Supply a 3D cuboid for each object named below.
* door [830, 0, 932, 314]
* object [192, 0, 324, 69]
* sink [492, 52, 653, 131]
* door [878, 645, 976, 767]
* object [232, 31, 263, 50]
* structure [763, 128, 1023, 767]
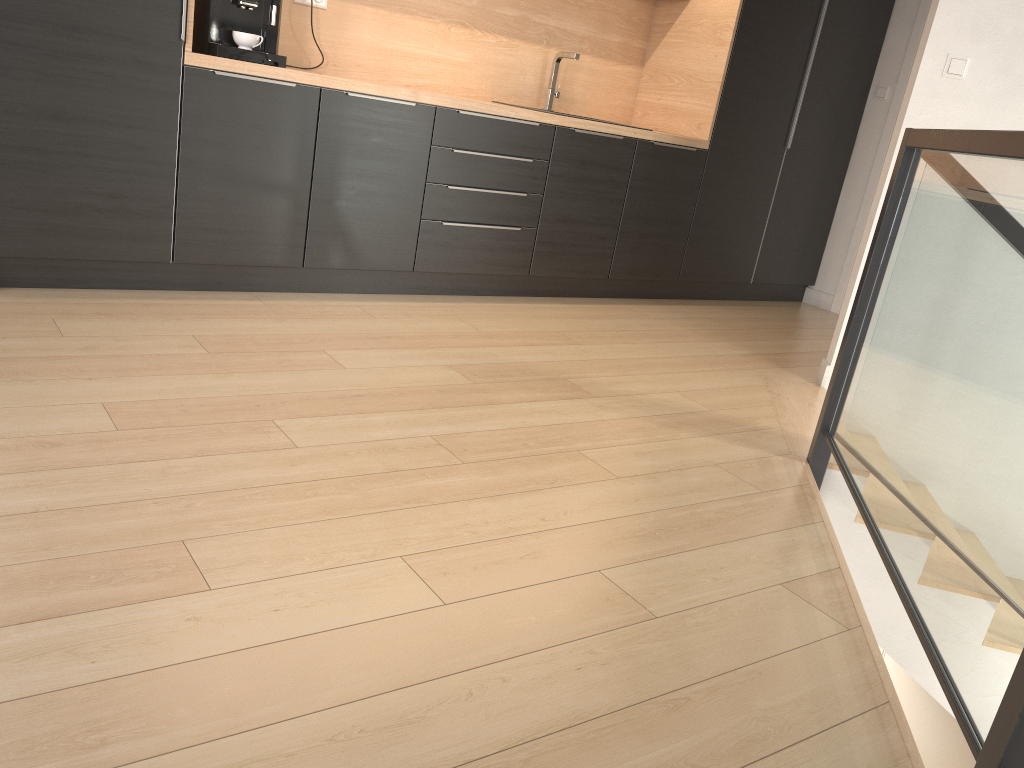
[{"bbox_3d":[2.388,-1.270,4.686,0.085,2.136,0.974,-3,22,-36],"label":"door"},{"bbox_3d":[-0.909,-1.433,3.405,0.618,0.398,0.584,-3,22,-35],"label":"object"},{"bbox_3d":[0.301,-1.344,4.347,0.626,0.518,0.512,-3,22,-36],"label":"sink"},{"bbox_3d":[2.326,2.191,5.027,0.085,2.136,0.974,-3,22,-36],"label":"door"},{"bbox_3d":[-0.958,-1.233,3.194,0.095,0.057,0.099,-2,22,-33],"label":"object"},{"bbox_3d":[1.819,1.940,1.847,2.823,4.339,4.190,13,18,7],"label":"structure"}]
